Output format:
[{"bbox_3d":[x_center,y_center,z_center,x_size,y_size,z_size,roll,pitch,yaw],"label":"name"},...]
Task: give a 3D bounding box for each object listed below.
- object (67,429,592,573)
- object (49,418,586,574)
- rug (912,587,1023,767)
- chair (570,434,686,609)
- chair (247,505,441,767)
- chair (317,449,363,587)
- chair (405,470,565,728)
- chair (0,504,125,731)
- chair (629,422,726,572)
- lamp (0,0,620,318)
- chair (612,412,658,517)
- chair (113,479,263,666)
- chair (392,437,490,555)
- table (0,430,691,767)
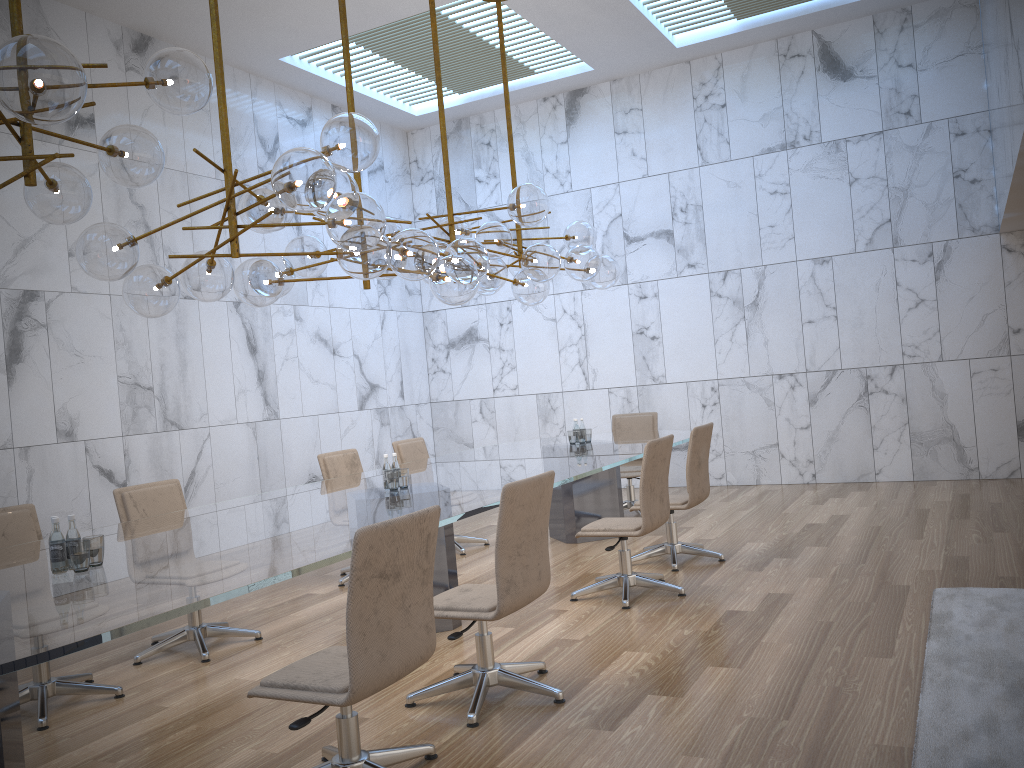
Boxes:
[{"bbox_3d":[-0.539,0.563,5.654,0.183,0.117,5.112,-5,0,28],"label":"object"},{"bbox_3d":[-0.580,0.519,5.688,0.124,0.213,5.189,-5,0,28],"label":"object"},{"bbox_3d":[2.373,1.194,3.544,1.320,0.034,3.025,-5,0,27],"label":"rug"},{"bbox_3d":[0.733,0.852,5.681,0.697,1.000,0.726,-5,0,28],"label":"chair"},{"bbox_3d":[-0.579,0.967,3.154,0.697,1.000,0.726,-5,0,28],"label":"chair"},{"bbox_3d":[-1.110,1.015,6.970,0.697,1.000,0.726,-5,0,27],"label":"chair"},{"bbox_3d":[-0.119,0.927,4.040,0.697,1.000,0.726,-5,0,28],"label":"chair"},{"bbox_3d":[-2.415,1.129,4.457,0.697,1.000,0.726,-5,0,27],"label":"chair"},{"bbox_3d":[1.190,0.812,6.562,0.697,1.000,0.726,-5,0,28],"label":"chair"},{"bbox_3d":[-0.972,-1.744,5.292,1.557,2.716,5.672,-5,0,27],"label":"lamp"},{"bbox_3d":[1.191,0.813,8.993,0.726,1.000,0.697,-5,0,28],"label":"chair"},{"bbox_3d":[-1.960,1.089,5.333,0.697,1.000,0.726,-5,0,27],"label":"chair"},{"bbox_3d":[-0.650,0.974,7.857,0.697,1.000,0.726,-5,0,27],"label":"chair"},{"bbox_3d":[-0.669,1.053,5.396,2.092,0.835,7.924,-5,0,28],"label":"table"}]
